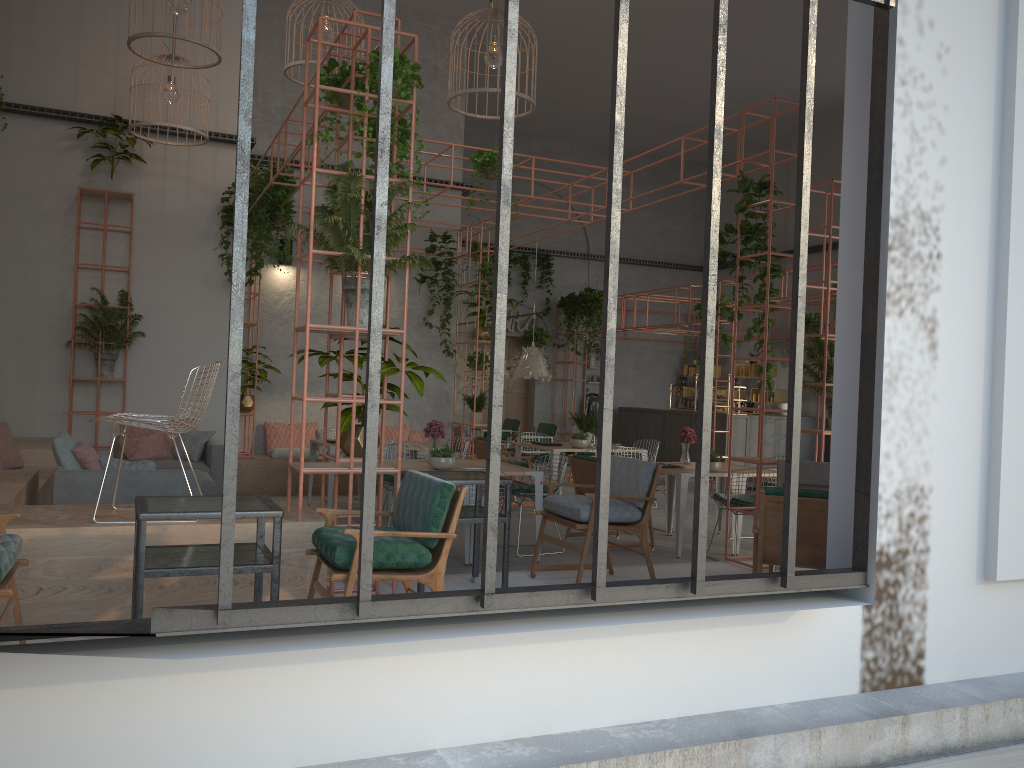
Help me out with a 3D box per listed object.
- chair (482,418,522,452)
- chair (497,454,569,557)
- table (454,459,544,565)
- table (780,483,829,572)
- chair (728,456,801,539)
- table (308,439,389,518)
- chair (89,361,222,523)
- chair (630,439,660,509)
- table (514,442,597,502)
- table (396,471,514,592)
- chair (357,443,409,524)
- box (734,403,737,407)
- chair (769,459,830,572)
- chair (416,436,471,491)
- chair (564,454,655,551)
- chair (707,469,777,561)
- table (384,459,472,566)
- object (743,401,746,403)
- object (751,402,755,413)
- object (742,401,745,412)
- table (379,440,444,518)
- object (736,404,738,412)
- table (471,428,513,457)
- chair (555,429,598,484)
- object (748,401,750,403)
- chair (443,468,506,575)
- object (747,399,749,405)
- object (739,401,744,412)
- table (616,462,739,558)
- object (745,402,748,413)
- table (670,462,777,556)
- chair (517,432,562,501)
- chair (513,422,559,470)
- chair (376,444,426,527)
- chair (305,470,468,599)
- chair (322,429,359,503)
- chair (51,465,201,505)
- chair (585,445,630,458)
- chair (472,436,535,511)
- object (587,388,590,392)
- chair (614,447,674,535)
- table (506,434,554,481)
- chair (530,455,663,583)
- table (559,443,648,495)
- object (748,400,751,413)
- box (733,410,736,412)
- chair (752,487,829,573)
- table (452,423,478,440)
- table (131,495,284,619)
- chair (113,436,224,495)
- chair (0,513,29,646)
[{"bbox_3d":[-0.239,1.190,18.657,0.685,0.930,0.722,2,0,-23],"label":"chair"},{"bbox_3d":[0.176,1.168,8.730,0.717,0.941,0.565,2,0,-27],"label":"chair"},{"bbox_3d":[-0.281,1.194,8.512,0.694,0.830,1.214,2,0,-23],"label":"table"},{"bbox_3d":[2.133,1.116,6.018,0.602,0.798,0.635,2,0,17],"label":"table"},{"bbox_3d":[2.799,1.278,9.814,0.717,0.941,0.565,2,0,-27],"label":"chair"},{"bbox_3d":[-2.003,1.130,10.742,0.694,0.830,1.205,2,0,-23],"label":"table"},{"bbox_3d":[-2.118,0.319,5.264,0.717,0.941,0.565,2,0,-15],"label":"chair"},{"bbox_3d":[1.678,1.240,12.361,0.717,0.941,0.565,2,0,-27],"label":"chair"},{"bbox_3d":[0.585,1.238,11.864,0.694,0.830,1.205,2,0,-23],"label":"table"},{"bbox_3d":[-0.406,1.012,5.956,0.635,0.798,0.602,2,0,-23],"label":"table"},{"bbox_3d":[-1.453,1.105,9.988,0.565,0.941,0.717,2,0,-7],"label":"chair"},{"bbox_3d":[4.896,0.469,19.426,0.058,0.093,0.122,2,0,-12],"label":"box"},{"bbox_3d":[2.371,1.072,6.834,0.722,0.914,0.685,2,0,17],"label":"chair"},{"bbox_3d":[-0.911,1.131,11.239,0.717,0.941,0.565,2,0,-27],"label":"chair"},{"bbox_3d":[1.002,1.207,9.120,0.685,0.917,0.722,2,0,-23],"label":"chair"},{"bbox_3d":[2.257,1.253,8.562,0.565,0.941,0.717,2,0,-7],"label":"chair"},{"bbox_3d":[-0.916,1.167,8.232,0.694,0.830,1.205,2,0,-23],"label":"table"},{"bbox_3d":[5.030,0.490,19.230,0.072,0.248,0.094,2,0,-23],"label":"object"},{"bbox_3d":[5.191,0.476,19.111,0.074,0.287,0.072,2,0,8],"label":"object"},{"bbox_3d":[4.998,0.488,19.109,0.082,0.246,0.082,2,0,9],"label":"object"},{"bbox_3d":[-1.366,1.156,11.022,0.694,0.830,1.214,2,0,-23],"label":"table"},{"bbox_3d":[4.914,0.500,19.300,0.073,0.219,0.105,2,0,-17],"label":"object"},{"bbox_3d":[-0.404,1.245,16.690,0.635,0.798,0.602,2,0,-23],"label":"table"},{"bbox_3d":[1.153,1.237,15.442,0.685,0.929,0.722,2,0,-23],"label":"chair"},{"bbox_3d":[5.159,0.495,19.289,0.072,0.248,0.094,2,0,-23],"label":"object"},{"bbox_3d":[-0.367,1.143,7.478,0.565,0.941,0.717,2,0,-7],"label":"chair"},{"bbox_3d":[5.078,0.471,19.149,0.074,0.287,0.072,2,0,8],"label":"object"},{"bbox_3d":[4.963,0.487,19.203,0.072,0.248,0.094,2,0,-23],"label":"object"},{"bbox_3d":[1.707,1.290,9.316,0.694,0.830,1.205,2,0,-23],"label":"table"},{"bbox_3d":[5.037,0.467,19.035,0.066,0.291,0.066,2,0,-39],"label":"object"},{"bbox_3d":[2.344,1.316,9.596,0.694,0.830,1.214,2,0,-23],"label":"table"},{"bbox_3d":[0.390,1.188,12.810,0.565,0.941,0.717,2,0,-22],"label":"chair"},{"bbox_3d":[0.450,1.214,17.066,0.685,0.930,0.722,2,0,-23],"label":"chair"},{"bbox_3d":[-1.112,1.117,9.179,0.565,0.941,0.717,2,0,-22],"label":"chair"},{"bbox_3d":[-0.669,0.934,4.562,0.685,0.929,0.722,2,0,-23],"label":"chair"},{"bbox_3d":[-2.198,1.080,11.689,0.565,0.941,0.717,2,0,-22],"label":"chair"},{"bbox_3d":[-3.093,0.922,7.143,1.056,0.586,1.127,2,0,-23],"label":"chair"},{"bbox_3d":[1.135,1.214,11.110,0.565,0.941,0.717,2,0,-7],"label":"chair"},{"bbox_3d":[-0.119,1.169,11.668,0.685,0.917,0.722,2,0,-23],"label":"chair"},{"bbox_3d":[1.777,0.133,20.656,0.093,0.121,0.049,2,0,-21],"label":"object"},{"bbox_3d":[1.512,1.227,10.263,0.565,0.941,0.717,2,0,-22],"label":"chair"},{"bbox_3d":[0.293,1.269,15.079,0.635,0.798,0.602,2,0,-23],"label":"table"},{"bbox_3d":[0.608,0.992,6.385,0.685,0.929,0.722,2,0,-23],"label":"chair"},{"bbox_3d":[1.222,1.265,12.144,0.694,0.830,1.214,2,0,-23],"label":"table"},{"bbox_3d":[5.117,0.476,19.076,0.065,0.280,0.065,2,0,20],"label":"object"},{"bbox_3d":[4.856,0.561,19.408,0.058,0.093,0.122,2,0,-23],"label":"box"},{"bbox_3d":[1.736,1.040,5.035,0.722,0.917,0.685,2,0,17],"label":"chair"},{"bbox_3d":[-1.101,1.221,18.300,0.635,0.798,0.602,2,0,-23],"label":"table"},{"bbox_3d":[-1.462,0.964,4.213,0.635,0.798,0.602,2,0,-23],"label":"table"},{"bbox_3d":[-3.785,0.944,9.762,1.127,0.672,1.052,2,0,-23],"label":"chair"},{"bbox_3d":[-2.469,0.859,3.782,0.685,0.929,0.722,2,0,-23],"label":"chair"}]
